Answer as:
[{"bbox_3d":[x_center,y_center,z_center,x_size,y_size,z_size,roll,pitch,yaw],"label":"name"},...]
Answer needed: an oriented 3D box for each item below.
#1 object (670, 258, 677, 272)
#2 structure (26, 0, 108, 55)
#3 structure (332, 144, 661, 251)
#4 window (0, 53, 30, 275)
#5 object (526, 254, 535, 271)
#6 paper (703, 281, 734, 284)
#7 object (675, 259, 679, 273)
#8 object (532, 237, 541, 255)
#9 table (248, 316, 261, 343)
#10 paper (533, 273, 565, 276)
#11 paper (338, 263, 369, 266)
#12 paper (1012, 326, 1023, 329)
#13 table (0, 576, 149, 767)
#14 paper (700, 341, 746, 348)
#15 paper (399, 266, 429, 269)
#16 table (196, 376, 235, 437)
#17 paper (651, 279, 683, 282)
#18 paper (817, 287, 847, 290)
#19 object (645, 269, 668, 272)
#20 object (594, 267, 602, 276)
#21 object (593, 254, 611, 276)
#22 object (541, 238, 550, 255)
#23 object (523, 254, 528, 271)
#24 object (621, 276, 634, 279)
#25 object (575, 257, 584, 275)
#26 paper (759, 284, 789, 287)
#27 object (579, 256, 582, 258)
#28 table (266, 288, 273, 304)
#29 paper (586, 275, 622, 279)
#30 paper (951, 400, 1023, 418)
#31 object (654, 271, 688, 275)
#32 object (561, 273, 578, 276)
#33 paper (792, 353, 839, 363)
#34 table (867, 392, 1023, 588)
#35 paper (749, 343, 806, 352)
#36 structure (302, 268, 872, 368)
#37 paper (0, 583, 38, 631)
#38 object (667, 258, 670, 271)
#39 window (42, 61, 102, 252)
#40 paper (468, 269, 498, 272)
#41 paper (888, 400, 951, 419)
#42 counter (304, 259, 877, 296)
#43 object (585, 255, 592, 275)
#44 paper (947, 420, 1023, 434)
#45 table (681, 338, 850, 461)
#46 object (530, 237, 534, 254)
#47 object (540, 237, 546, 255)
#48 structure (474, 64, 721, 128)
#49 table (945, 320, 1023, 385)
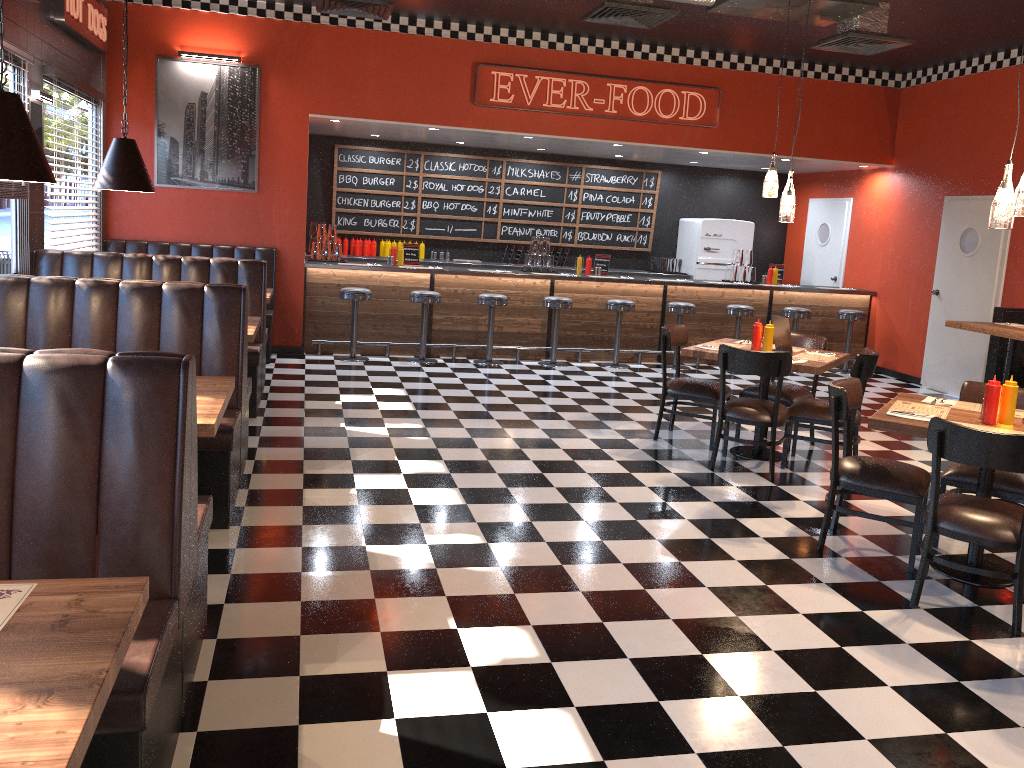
[{"bbox_3d":[2.318,-1.705,12.746,0.106,0.207,0.106,9,10,31],"label":"object"},{"bbox_3d":[-2.643,-2.272,2.993,0.120,0.435,11.343,2,11,-13],"label":"structure"},{"bbox_3d":[-0.151,-2.522,12.202,4.541,1.140,0.201,1,8,-13],"label":"structure"},{"bbox_3d":[-3.397,-1.363,5.541,0.127,1.703,2.041,2,10,-13],"label":"window"},{"bbox_3d":[0.228,-1.448,10.611,0.106,0.207,0.106,9,10,31],"label":"object"},{"bbox_3d":[2.561,-1.248,10.924,0.365,0.001,0.263,1,11,-12],"label":"paper"},{"bbox_3d":[2.348,-1.664,12.533,0.106,0.207,0.106,9,10,31],"label":"object"},{"bbox_3d":[0.292,-1.652,10.594,0.106,0.207,0.106,9,10,31],"label":"object"},{"bbox_3d":[-2.596,-0.041,5.942,1.691,0.769,0.963,1,10,-13],"label":"table"},{"bbox_3d":[0.421,-1.289,10.396,0.365,0.001,0.263,1,11,-12],"label":"paper"},{"bbox_3d":[-1.751,-1.331,9.862,0.365,0.001,0.263,1,11,-12],"label":"paper"},{"bbox_3d":[4.235,-0.441,7.135,0.261,0.001,0.368,2,11,-11],"label":"paper"},{"bbox_3d":[-1.536,0.876,1.340,1.691,0.769,0.963,1,10,-13],"label":"table"},{"bbox_3d":[1.570,-0.287,6.606,0.262,0.001,0.367,10,12,31],"label":"paper"},{"bbox_3d":[-1.097,-1.319,10.030,0.365,0.001,0.263,1,11,-12],"label":"paper"},{"bbox_3d":[-2.063,0.420,3.628,1.691,0.769,0.963,1,10,-13],"label":"table"},{"bbox_3d":[1.855,-1.257,10.722,0.365,0.001,0.263,0,11,-17],"label":"paper"},{"bbox_3d":[4.071,-1.215,11.271,0.365,0.001,0.263,3,10,-3],"label":"paper"},{"bbox_3d":[2.162,-1.624,12.776,0.437,0.018,0.275,1,11,-13],"label":"object"},{"bbox_3d":[1.042,-1.375,10.714,0.094,0.135,0.047,10,10,36],"label":"object"},{"bbox_3d":[1.093,-1.450,10.801,0.188,0.255,0.072,7,9,21],"label":"object"},{"bbox_3d":[0.409,-1.647,10.610,0.106,0.207,0.106,9,10,31],"label":"object"},{"bbox_3d":[0.191,-1.469,10.715,0.106,0.207,0.106,9,10,31],"label":"object"},{"bbox_3d":[1.382,-1.274,10.603,0.157,0.019,0.257,4,10,2],"label":"object"},{"bbox_3d":[0.801,-1.407,10.600,0.106,0.207,0.106,9,10,31],"label":"object"},{"bbox_3d":[3.290,-1.232,11.088,0.365,0.001,0.263,1,11,-13],"label":"paper"},{"bbox_3d":[0.820,-1.450,10.759,0.068,0.236,0.068,4,8,-1],"label":"object"},{"bbox_3d":[-3.122,-0.497,8.229,1.691,0.769,0.963,1,10,-13],"label":"table"},{"bbox_3d":[1.093,-1.274,10.548,0.365,0.001,0.263,1,11,-12],"label":"paper"},{"bbox_3d":[2.520,0.133,4.662,0.366,0.001,0.262,10,12,30],"label":"paper"},{"bbox_3d":[2.237,-1.566,12.486,0.437,0.018,0.275,1,11,-13],"label":"object"},{"bbox_3d":[0.671,-1.293,10.462,0.157,0.019,0.257,0,11,-17],"label":"object"},{"bbox_3d":[2.138,-0.187,6.262,0.262,0.001,0.367,10,12,31],"label":"paper"},{"bbox_3d":[2.331,0.557,4.421,0.963,0.769,0.960,9,11,31],"label":"table"},{"bbox_3d":[2.019,-0.279,6.719,0.366,0.001,0.262,11,13,33],"label":"paper"},{"bbox_3d":[1.139,-0.683,10.492,7.038,1.033,0.217,1,8,-13],"label":"structure"},{"bbox_3d":[-1.154,0.441,1.707,0.365,0.001,0.263,2,11,-12],"label":"paper"},{"bbox_3d":[2.296,-1.729,12.869,0.106,0.207,0.106,9,10,31],"label":"object"},{"bbox_3d":[-3.927,-1.822,7.843,0.127,1.703,2.041,2,10,-13],"label":"window"},{"bbox_3d":[-0.316,-1.307,10.236,0.365,0.001,0.263,1,11,-12],"label":"paper"},{"bbox_3d":[2.090,0.129,4.537,0.262,0.001,0.367,10,12,29],"label":"paper"},{"bbox_3d":[1.105,-1.277,10.715,7.038,0.050,0.680,1,11,-13],"label":"counter"},{"bbox_3d":[0.930,-1.441,10.751,0.068,0.236,0.068,4,8,-1],"label":"object"},{"bbox_3d":[2.184,0.218,4.086,0.366,0.001,0.262,10,12,30],"label":"paper"},{"bbox_3d":[1.837,0.142,6.502,0.959,0.769,0.963,9,11,31],"label":"table"},{"bbox_3d":[0.267,-1.669,10.681,0.106,0.207,0.106,9,10,31],"label":"object"},{"bbox_3d":[0.378,-1.669,10.716,0.106,0.207,0.106,9,10,31],"label":"object"},{"bbox_3d":[0.998,-3.226,9.972,2.874,0.436,0.122,1,9,-13],"label":"structure"},{"bbox_3d":[4.130,0.127,6.761,0.695,0.993,1.704,2,10,-13],"label":"table"}]
